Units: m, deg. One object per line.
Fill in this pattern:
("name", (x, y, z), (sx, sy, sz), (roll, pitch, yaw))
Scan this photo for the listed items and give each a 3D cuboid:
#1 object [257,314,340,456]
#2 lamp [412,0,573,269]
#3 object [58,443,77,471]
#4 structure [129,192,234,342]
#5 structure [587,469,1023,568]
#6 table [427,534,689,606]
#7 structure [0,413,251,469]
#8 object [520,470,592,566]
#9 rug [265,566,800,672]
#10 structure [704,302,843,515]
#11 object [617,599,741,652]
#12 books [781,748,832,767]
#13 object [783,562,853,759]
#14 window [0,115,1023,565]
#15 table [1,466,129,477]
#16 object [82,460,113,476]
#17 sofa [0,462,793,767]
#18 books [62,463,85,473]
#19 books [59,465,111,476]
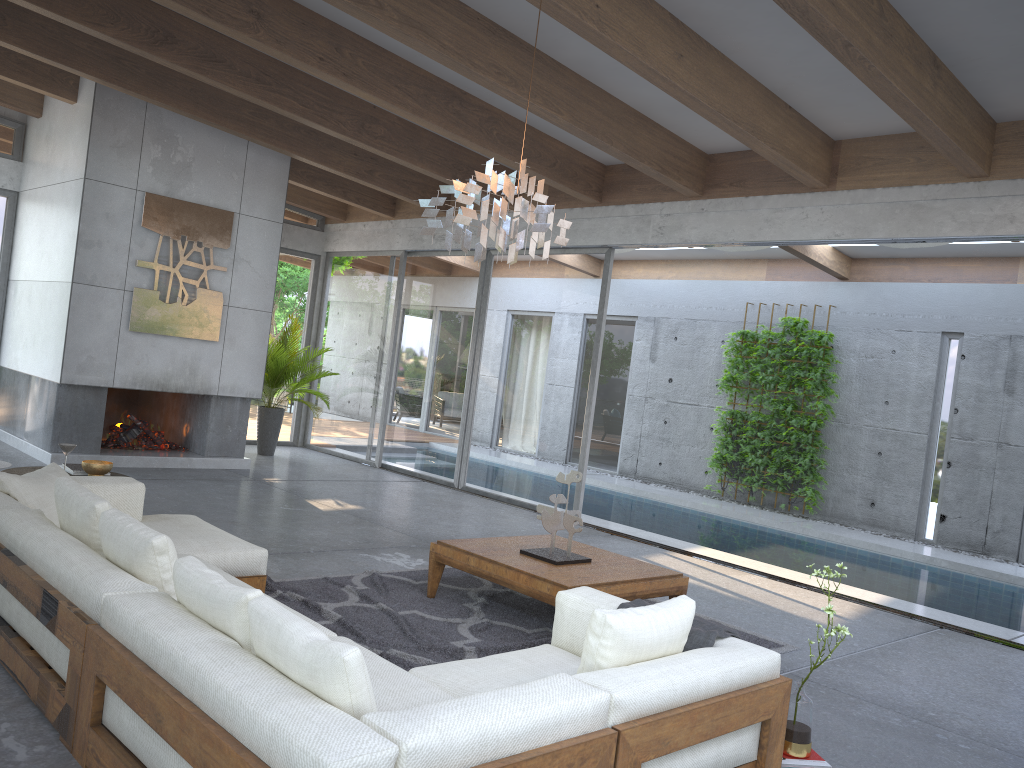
("object", (-2.948, -0.025, 11.023), (1.484, 1.819, 1.798), (7, 1, -37))
("lamp", (-0.075, -1.289, 4.420), (0.862, 1.400, 0.636), (7, 1, 3))
("object", (-2.589, 0.457, 5.141), (0.099, 0.212, 0.099), (7, 1, -13))
("structure", (-3.290, -1.143, 8.862), (0.919, 1.351, 0.041), (6, 1, -44))
("structure", (3.911, 1.747, 11.256), (0.477, 0.068, 13.673), (6, 1, -44))
("table", (0.256, 1.186, 5.197), (1.048, 0.352, 1.112), (6, 1, -44))
("structure", (-4.274, 0.452, 9.692), (2.012, 0.595, 2.203), (6, 1, -44))
("object", (0.275, 0.751, 5.191), (0.346, 0.518, 0.379), (6, 1, -44))
("rug", (-0.204, 1.279, 4.851), (3.186, 0.056, 2.187), (6, 1, -43))
("structure", (4.528, 0.454, 7.492), (2.739, 2.687, 10.282), (7, 1, -27))
("object", (0.523, 1.221, 3.323), (0.472, 0.704, 0.857), (8, 1, 43))
("books", (1.062, 1.413, 3.428), (0.219, 0.012, 0.286), (7, 1, -9))
("object", (1.156, 1.040, 3.357), (0.171, 0.750, 0.238), (7, 1, -23))
("window", (0.589, -0.475, 4.900), (14.294, 3.764, 23.280), (6, 1, -44))
("table", (-2.692, 0.771, 5.330), (0.725, 0.441, 0.725), (7, 1, 8))
("object", (-2.515, 0.522, 5.373), (0.173, 0.097, 0.173), (7, 1, 26))
("sofa", (-0.991, 0.915, 3.850), (1.965, 0.777, 3.733), (6, 1, -44))
("books", (-2.673, 0.527, 5.555), (0.205, 0.012, 0.290), (7, 1, -39))
("books", (-2.682, 0.540, 5.551), (0.220, 0.015, 0.303), (6, 1, -44))
